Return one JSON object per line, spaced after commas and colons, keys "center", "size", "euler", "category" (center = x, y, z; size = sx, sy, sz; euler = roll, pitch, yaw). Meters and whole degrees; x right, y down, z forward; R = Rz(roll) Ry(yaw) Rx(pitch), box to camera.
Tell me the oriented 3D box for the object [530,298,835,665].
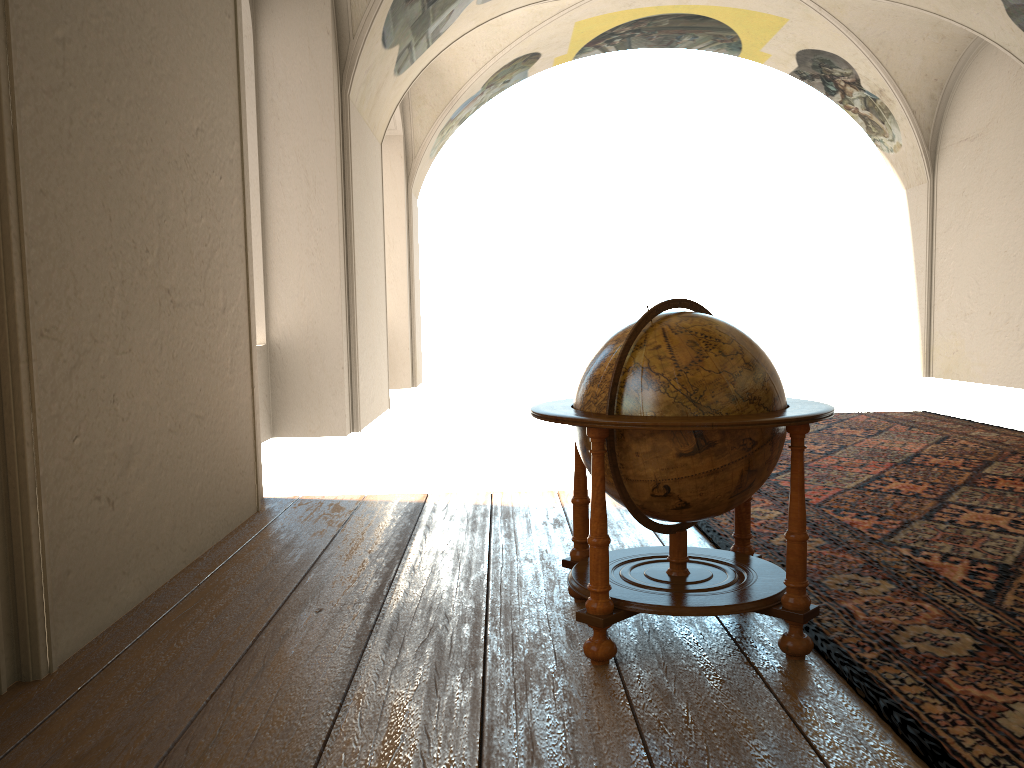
{"center": [0.724, 0.355, 3.868], "size": [1.278, 1.451, 1.277], "euler": [2, 6, 37], "category": "object"}
